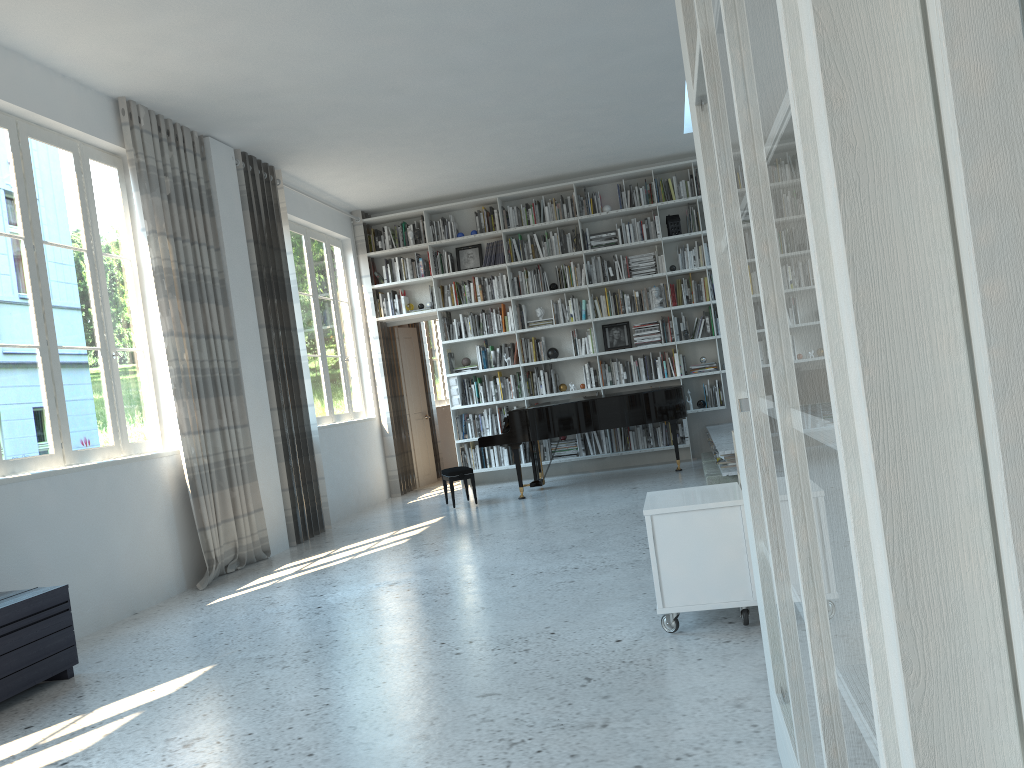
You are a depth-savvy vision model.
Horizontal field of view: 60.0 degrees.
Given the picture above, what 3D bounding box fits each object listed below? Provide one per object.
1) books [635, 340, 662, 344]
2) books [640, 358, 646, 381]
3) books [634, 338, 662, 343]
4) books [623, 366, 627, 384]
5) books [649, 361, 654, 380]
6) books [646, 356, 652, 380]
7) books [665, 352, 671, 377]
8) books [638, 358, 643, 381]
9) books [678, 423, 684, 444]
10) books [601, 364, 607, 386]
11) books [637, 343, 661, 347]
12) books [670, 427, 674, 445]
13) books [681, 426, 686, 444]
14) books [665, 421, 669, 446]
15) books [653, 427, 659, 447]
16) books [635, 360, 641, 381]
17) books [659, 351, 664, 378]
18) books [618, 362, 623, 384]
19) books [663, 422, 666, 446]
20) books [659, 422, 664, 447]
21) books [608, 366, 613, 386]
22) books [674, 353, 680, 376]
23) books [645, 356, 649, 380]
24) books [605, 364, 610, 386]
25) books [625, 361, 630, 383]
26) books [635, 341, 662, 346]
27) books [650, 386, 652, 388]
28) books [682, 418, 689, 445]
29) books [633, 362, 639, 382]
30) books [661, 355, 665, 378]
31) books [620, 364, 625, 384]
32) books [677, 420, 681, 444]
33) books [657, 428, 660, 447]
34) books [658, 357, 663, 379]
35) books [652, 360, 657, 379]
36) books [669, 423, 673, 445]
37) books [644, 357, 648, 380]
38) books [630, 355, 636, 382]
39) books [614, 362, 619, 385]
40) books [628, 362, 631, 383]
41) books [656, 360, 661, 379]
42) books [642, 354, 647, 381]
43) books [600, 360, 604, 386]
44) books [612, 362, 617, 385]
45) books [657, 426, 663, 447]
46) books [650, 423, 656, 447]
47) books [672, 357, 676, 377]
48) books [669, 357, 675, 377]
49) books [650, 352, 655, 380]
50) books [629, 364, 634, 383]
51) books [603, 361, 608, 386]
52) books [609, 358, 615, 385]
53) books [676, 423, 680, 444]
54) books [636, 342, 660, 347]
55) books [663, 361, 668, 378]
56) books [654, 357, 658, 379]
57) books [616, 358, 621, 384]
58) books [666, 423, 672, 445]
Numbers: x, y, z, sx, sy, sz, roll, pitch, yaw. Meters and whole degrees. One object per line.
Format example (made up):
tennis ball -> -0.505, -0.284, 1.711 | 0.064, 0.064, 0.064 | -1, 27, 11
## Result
books -> 1.476, -0.452, 9.595 | 0.285, 0.012, 0.159 | -8, 0, 10
books -> 1.422, -0.156, 9.597 | 0.026, 0.245, 0.191 | -8, 0, 10
books -> 1.472, -0.464, 9.585 | 0.285, 0.012, 0.159 | -8, 0, 16
books -> 1.231, -0.098, 9.626 | 0.029, 0.184, 0.174 | -8, 0, 10
books -> 1.512, -0.147, 9.596 | 0.021, 0.203, 0.128 | -8, 0, 10
books -> 1.481, -0.174, 9.586 | 0.028, 0.264, 0.161 | -8, 0, 10
books -> 1.683, -0.206, 9.555 | 0.026, 0.272, 0.175 | -8, 0, 10
books -> 1.401, -0.158, 9.628 | 0.025, 0.254, 0.136 | -8, 0, 10
books -> 1.818, 0.533, 9.542 | 0.029, 0.218, 0.190 | -8, 0, 10
books -> 1.011, -0.098, 9.691 | 0.029, 0.244, 0.154 | -8, 0, 10
books -> 1.479, -0.416, 9.588 | 0.254, 0.012, 0.161 | -8, 0, 7
books -> 1.736, 0.558, 9.571 | 0.024, 0.191, 0.155 | -8, 0, 10
books -> 1.848, 0.547, 9.550 | 0.023, 0.182, 0.148 | -8, 0, 10
books -> 1.668, 0.504, 9.563 | 0.013, 0.317, 0.186 | -8, 0, 10
books -> 1.563, 0.571, 9.617 | 0.040, 0.212, 0.129 | -8, 0, 10
books -> 1.372, -0.145, 9.619 | 0.031, 0.237, 0.159 | -8, 0, 10
books -> 1.616, -0.208, 9.572 | 0.014, 0.294, 0.137 | -8, 0, 10
books -> 1.185, -0.122, 9.661 | 0.021, 0.244, 0.141 | -8, 0, 10
books -> 1.643, 0.540, 9.564 | 0.044, 0.251, 0.186 | -8, 0, 10
books -> 1.616, 0.523, 9.579 | 0.011, 0.292, 0.184 | -8, 0, 10
books -> 1.076, -0.089, 9.673 | 0.024, 0.208, 0.170 | -8, 0, 10
books -> 1.773, -0.206, 9.523 | 0.033, 0.246, 0.176 | -8, 0, 10
books -> 1.464, -0.170, 9.596 | 0.010, 0.261, 0.181 | -8, 0, 10
books -> 1.047, -0.098, 9.666 | 0.027, 0.234, 0.167 | -8, 0, 10
books -> 1.257, -0.129, 9.628 | 0.029, 0.238, 0.165 | -8, 0, 10
books -> 1.475, -0.440, 9.585 | 0.285, 0.012, 0.159 | -8, 0, 6
books -> 1.515, 0.178, 9.530 | 0.013, 0.303, 0.181 | -8, 0, 10
books -> 1.859, 0.501, 9.476 | 0.038, 0.269, 0.277 | -8, 0, 10
books -> 1.349, -0.133, 9.631 | 0.025, 0.220, 0.140 | -8, 0, 10
books -> 1.634, -0.191, 9.577 | 0.014, 0.256, 0.145 | -8, 0, 10
books -> 1.205, -0.112, 9.635 | 0.023, 0.217, 0.174 | -8, 0, 10
books -> 1.796, 0.516, 9.552 | 0.013, 0.256, 0.176 | -8, 0, 10
books -> 1.582, 0.572, 9.581 | 0.010, 0.206, 0.180 | -8, 0, 10
books -> 1.600, -0.175, 9.565 | 0.023, 0.234, 0.174 | -8, 0, 10
books -> 1.543, -0.154, 9.577 | 0.024, 0.207, 0.183 | -8, 0, 10
books -> 1.712, 0.527, 9.565 | 0.011, 0.258, 0.171 | -8, 0, 10
books -> 1.456, -0.164, 9.609 | 0.011, 0.251, 0.158 | -8, 0, 10
books -> 1.318, -0.165, 9.627 | 0.026, 0.291, 0.152 | -8, 0, 10
books -> 1.146, -0.118, 9.653 | 0.027, 0.245, 0.179 | -8, 0, 10
books -> 1.280, -0.128, 9.634 | 0.013, 0.230, 0.138 | -8, 0, 10
books -> 1.580, -0.157, 9.569 | 0.023, 0.204, 0.167 | -8, 0, 10
books -> 1.443, -0.179, 9.617 | 0.014, 0.286, 0.134 | -8, 0, 10
books -> 0.989, -0.115, 9.697 | 0.012, 0.285, 0.159 | -8, 0, 10
books -> 1.125, -0.115, 9.675 | 0.024, 0.247, 0.132 | -8, 0, 10
books -> 1.602, 0.567, 9.582 | 0.029, 0.210, 0.170 | -8, 0, 10
books -> 1.527, 0.551, 9.614 | 0.024, 0.262, 0.131 | -8, 0, 10
books -> 1.744, -0.186, 9.535 | 0.011, 0.216, 0.166 | -8, 0, 10
books -> 1.718, -0.181, 9.539 | 0.042, 0.212, 0.169 | -8, 0, 10
books -> 1.519, -0.195, 9.582 | 0.012, 0.296, 0.177 | -8, 0, 10
books -> 1.298, -0.114, 9.618 | 0.023, 0.196, 0.165 | -8, 0, 10
books -> 1.027, -0.116, 9.680 | 0.011, 0.275, 0.145 | -8, 0, 10
books -> 1.098, -0.133, 9.685 | 0.027, 0.290, 0.140 | -8, 0, 10
books -> 1.780, 0.533, 9.564 | 0.028, 0.227, 0.162 | -8, 0, 10
books -> 1.478, -0.428, 9.592 | 0.254, 0.012, 0.161 | -8, 0, 13
books -> 1.653, -0.157, 9.550 | 0.023, 0.183, 0.169 | -8, 0, 10
books -> 1.561, -0.170, 9.584 | 0.014, 0.235, 0.154 | -8, 0, 10
books -> 1.163, -0.138, 9.646 | 0.013, 0.282, 0.166 | -8, 0, 10
books -> 1.697, 0.539, 9.583 | 0.028, 0.239, 0.140 | -8, 0, 10
